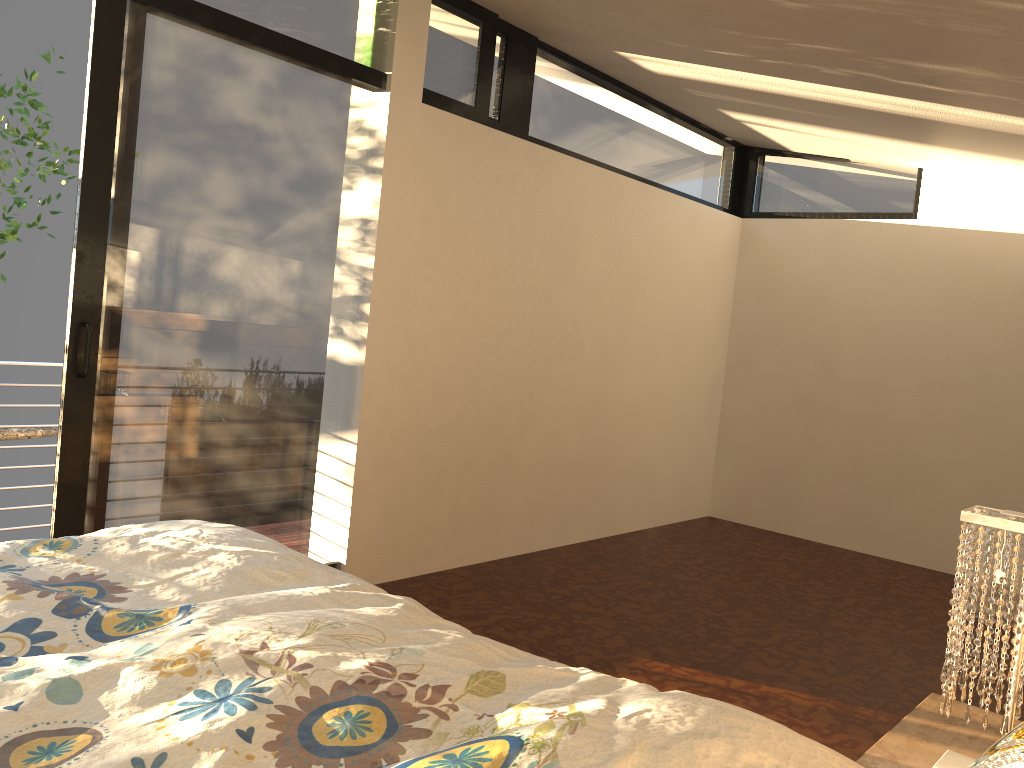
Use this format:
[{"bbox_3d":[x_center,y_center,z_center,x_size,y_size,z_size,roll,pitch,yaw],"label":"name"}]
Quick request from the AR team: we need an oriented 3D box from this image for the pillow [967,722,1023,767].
[{"bbox_3d":[0.475,0.485,0.790,0.259,0.404,0.622,8,4,41],"label":"pillow"}]

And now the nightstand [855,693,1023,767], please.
[{"bbox_3d":[0.923,0.943,1.704,0.462,0.347,0.802,9,5,40],"label":"nightstand"}]

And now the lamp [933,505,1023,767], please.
[{"bbox_3d":[0.968,0.512,1.685,0.239,0.522,0.128,8,3,39],"label":"lamp"}]

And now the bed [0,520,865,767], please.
[{"bbox_3d":[-0.582,0.645,1.033,2.083,0.711,1.891,9,5,39],"label":"bed"}]
